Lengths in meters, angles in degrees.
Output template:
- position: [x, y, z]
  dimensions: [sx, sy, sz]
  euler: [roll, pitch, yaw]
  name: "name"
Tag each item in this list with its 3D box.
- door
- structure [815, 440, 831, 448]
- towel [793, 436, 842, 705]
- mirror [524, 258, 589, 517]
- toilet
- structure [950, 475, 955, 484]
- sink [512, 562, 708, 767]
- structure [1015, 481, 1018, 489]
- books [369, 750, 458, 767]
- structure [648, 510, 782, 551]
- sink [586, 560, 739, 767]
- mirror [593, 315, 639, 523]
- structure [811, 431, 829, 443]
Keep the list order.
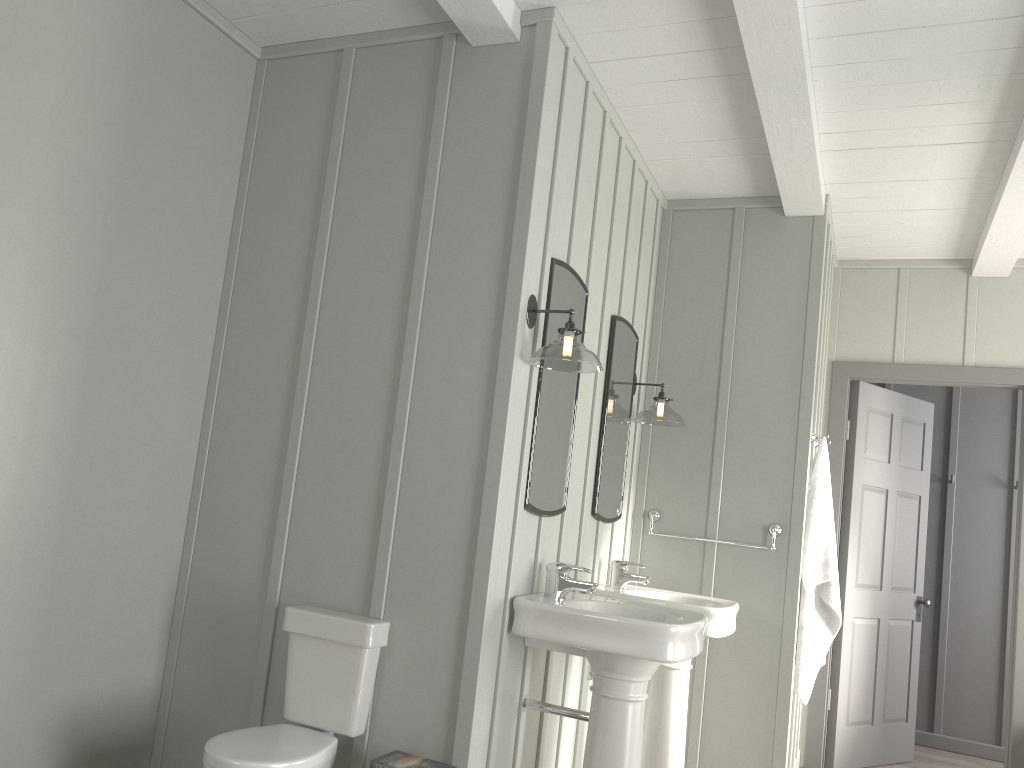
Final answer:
- position: [0.716, 0.445, 1.954]
  dimensions: [4.374, 2.190, 7.595]
  euler: [4, -8, 23]
  name: "door"
- position: [1.524, 0.293, 4.345]
  dimensions: [0.081, 0.056, 0.055]
  euler: [3, -8, 24]
  name: "structure"
- position: [1.424, 0.843, 4.033]
  dimensions: [0.166, 1.201, 0.310]
  euler: [3, -7, 28]
  name: "towel"
- position: [0.163, 0.022, 3.088]
  dimensions: [0.015, 0.882, 0.414]
  euler: [4, -7, 22]
  name: "mirror"
- position: [-0.661, 1.075, 2.557]
  dimensions: [0.341, 0.785, 0.512]
  euler: [4, -7, 23]
  name: "toilet"
- position: [2.858, 0.622, 5.742]
  dimensions: [0.020, 0.051, 0.132]
  euler: [4, -8, 22]
  name: "structure"
- position: [0.295, 1.116, 2.860]
  dimensions: [0.582, 1.011, 0.556]
  euler: [4, -7, 24]
  name: "sink"
- position: [3.193, 0.643, 5.593]
  dimensions: [0.020, 0.051, 0.132]
  euler: [4, -8, 22]
  name: "structure"
- position: [-0.282, 1.102, 2.536]
  dimensions: [0.213, 0.024, 0.146]
  euler: [3, -9, 25]
  name: "books"
- position: [0.919, 0.671, 4.071]
  dimensions: [0.618, 0.122, 0.053]
  euler: [3, -7, 25]
  name: "structure"
- position: [0.586, 1.252, 3.585]
  dimensions: [0.582, 1.011, 0.556]
  euler: [4, -7, 24]
  name: "sink"
- position: [0.456, 0.159, 3.818]
  dimensions: [0.015, 0.882, 0.414]
  euler: [4, -7, 22]
  name: "mirror"
- position: [1.434, 0.250, 4.119]
  dimensions: [0.081, 0.056, 0.055]
  euler: [3, -8, 24]
  name: "structure"
